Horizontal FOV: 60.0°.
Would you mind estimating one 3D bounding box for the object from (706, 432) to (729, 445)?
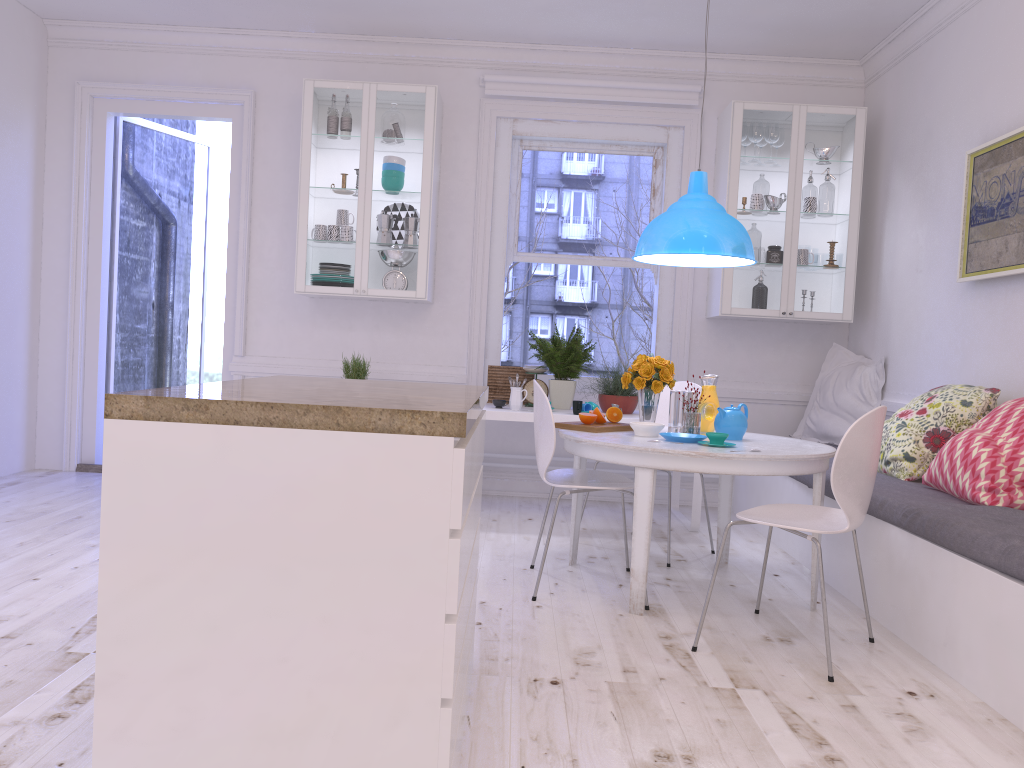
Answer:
[{"bbox_3d":[0.797,0.213,3.445,0.088,0.043,0.088,3,2,8],"label":"object"}]

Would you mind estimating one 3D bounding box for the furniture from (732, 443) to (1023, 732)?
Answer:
[{"bbox_3d":[1.744,0.643,4.035,0.769,0.508,3.296,3,2,0],"label":"furniture"}]

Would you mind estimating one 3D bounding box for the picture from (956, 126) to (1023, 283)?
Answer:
[{"bbox_3d":[2.171,-0.784,3.790,0.020,0.629,0.971,3,2,0],"label":"picture"}]

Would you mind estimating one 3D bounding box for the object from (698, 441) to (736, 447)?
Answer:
[{"bbox_3d":[0.795,0.234,3.446,0.147,0.011,0.147,3,2,3],"label":"object"}]

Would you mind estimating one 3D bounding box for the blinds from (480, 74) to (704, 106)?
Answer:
[{"bbox_3d":[0.513,-1.894,5.725,1.451,0.131,0.136,3,2,0],"label":"blinds"}]

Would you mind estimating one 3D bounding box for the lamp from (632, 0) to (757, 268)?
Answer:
[{"bbox_3d":[0.888,-1.537,4.049,0.568,1.948,0.568,5,3,34],"label":"lamp"}]

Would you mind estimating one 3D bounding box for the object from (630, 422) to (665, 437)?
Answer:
[{"bbox_3d":[0.566,0.191,3.724,0.147,0.052,0.147,5,3,43],"label":"object"}]

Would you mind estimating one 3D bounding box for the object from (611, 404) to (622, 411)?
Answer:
[{"bbox_3d":[0.585,0.146,4.963,0.066,0.067,0.052,3,2,1],"label":"object"}]

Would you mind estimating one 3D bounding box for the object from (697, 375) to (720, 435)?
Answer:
[{"bbox_3d":[0.872,0.091,3.936,0.094,0.267,0.116,4,2,27],"label":"object"}]

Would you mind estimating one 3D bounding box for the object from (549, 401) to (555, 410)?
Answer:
[{"bbox_3d":[0.184,0.127,5.074,0.121,0.055,0.121,5,3,41],"label":"object"}]

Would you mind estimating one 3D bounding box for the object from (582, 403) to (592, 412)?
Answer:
[{"bbox_3d":[0.412,0.134,4.960,0.069,0.058,0.080,2,2,-27],"label":"object"}]

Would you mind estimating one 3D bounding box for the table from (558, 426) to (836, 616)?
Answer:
[{"bbox_3d":[0.748,0.541,3.748,1.140,0.629,1.140,4,3,29],"label":"table"}]

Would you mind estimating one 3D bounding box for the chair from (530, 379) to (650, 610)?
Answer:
[{"bbox_3d":[0.306,0.414,3.651,0.483,0.845,0.604,3,2,0],"label":"chair"}]

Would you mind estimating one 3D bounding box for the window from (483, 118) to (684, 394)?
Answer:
[{"bbox_3d":[0.469,-0.834,5.954,1.234,1.782,0.181,3,2,0],"label":"window"}]

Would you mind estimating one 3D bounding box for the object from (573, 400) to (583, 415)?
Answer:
[{"bbox_3d":[0.358,0.132,4.901,0.055,0.077,0.070,4,2,26],"label":"object"}]

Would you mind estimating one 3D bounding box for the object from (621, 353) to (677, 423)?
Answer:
[{"bbox_3d":[0.617,0.035,3.970,0.234,0.351,0.235,1,3,-35],"label":"object"}]

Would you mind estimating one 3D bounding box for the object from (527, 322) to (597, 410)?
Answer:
[{"bbox_3d":[0.298,-0.114,5.332,0.438,0.527,0.368,3,2,0],"label":"object"}]

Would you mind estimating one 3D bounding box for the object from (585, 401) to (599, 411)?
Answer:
[{"bbox_3d":[0.448,0.129,4.972,0.069,0.059,0.082,2,2,-22],"label":"object"}]

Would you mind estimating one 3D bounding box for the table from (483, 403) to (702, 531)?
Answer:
[{"bbox_3d":[0.377,0.469,5.230,1.514,0.619,0.736,3,2,0],"label":"table"}]

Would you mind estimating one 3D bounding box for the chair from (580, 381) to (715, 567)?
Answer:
[{"bbox_3d":[0.707,0.405,4.440,0.483,0.845,0.604,1,3,-44],"label":"chair"}]

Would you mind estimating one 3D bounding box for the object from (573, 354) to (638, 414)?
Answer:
[{"bbox_3d":[0.649,0.007,5.237,0.668,0.367,0.531,4,2,25],"label":"object"}]

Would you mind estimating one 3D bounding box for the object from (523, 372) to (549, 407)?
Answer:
[{"bbox_3d":[0.146,0.035,5.454,0.159,0.208,0.185,3,2,0],"label":"object"}]

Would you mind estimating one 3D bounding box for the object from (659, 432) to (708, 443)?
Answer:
[{"bbox_3d":[0.690,0.217,3.574,0.196,0.023,0.196,3,2,-12],"label":"object"}]

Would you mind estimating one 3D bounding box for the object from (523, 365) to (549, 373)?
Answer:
[{"bbox_3d":[0.148,-0.092,5.460,0.163,0.047,0.164,1,3,-40],"label":"object"}]

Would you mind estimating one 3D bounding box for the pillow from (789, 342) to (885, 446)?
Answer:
[{"bbox_3d":[2.044,0.063,5.474,0.374,0.642,0.677,2,3,-29],"label":"pillow"}]

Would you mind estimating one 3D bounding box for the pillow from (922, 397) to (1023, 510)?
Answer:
[{"bbox_3d":[1.909,0.248,3.365,0.491,0.424,0.587,3,2,3],"label":"pillow"}]

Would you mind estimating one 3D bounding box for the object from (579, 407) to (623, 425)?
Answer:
[{"bbox_3d":[0.375,0.137,3.951,0.129,0.075,0.285,5,3,36],"label":"object"}]

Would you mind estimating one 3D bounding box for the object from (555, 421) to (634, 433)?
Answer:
[{"bbox_3d":[0.381,0.187,3.928,0.224,0.024,0.347,5,3,40],"label":"object"}]

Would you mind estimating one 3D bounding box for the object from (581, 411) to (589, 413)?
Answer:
[{"bbox_3d":[0.425,0.161,4.964,0.121,0.021,0.121,5,3,41],"label":"object"}]

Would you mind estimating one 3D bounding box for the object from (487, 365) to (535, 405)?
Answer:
[{"bbox_3d":[-0.008,0.008,5.561,0.294,0.237,0.028,3,2,0],"label":"object"}]

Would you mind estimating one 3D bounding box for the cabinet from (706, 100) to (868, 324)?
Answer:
[{"bbox_3d":[1.719,-1.059,5.597,0.823,1.311,0.425,3,2,0],"label":"cabinet"}]

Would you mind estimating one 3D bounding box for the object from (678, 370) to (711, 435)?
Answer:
[{"bbox_3d":[0.773,0.083,3.743,0.128,0.287,0.128,3,2,2],"label":"object"}]

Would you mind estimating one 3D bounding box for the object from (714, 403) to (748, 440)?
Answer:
[{"bbox_3d":[0.936,0.158,3.772,0.156,0.151,0.150,3,2,4],"label":"object"}]

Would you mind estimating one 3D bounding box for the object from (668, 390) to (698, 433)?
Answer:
[{"bbox_3d":[0.764,0.125,3.964,0.101,0.186,0.122,4,3,30],"label":"object"}]

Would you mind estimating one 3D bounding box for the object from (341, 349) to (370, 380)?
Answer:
[{"bbox_3d":[-0.945,-0.036,5.408,0.186,0.367,0.196,1,3,-45],"label":"object"}]

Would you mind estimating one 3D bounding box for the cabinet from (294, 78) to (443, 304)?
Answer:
[{"bbox_3d":[-0.897,-1.197,5.612,0.823,1.311,0.425,3,2,0],"label":"cabinet"}]

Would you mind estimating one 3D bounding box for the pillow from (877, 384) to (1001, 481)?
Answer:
[{"bbox_3d":[1.917,0.217,4.049,0.509,0.447,0.592,3,2,5],"label":"pillow"}]

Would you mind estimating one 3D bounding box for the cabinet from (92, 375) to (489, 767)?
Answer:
[{"bbox_3d":[-0.425,0.432,2.194,0.654,0.842,1.167,3,2,0],"label":"cabinet"}]

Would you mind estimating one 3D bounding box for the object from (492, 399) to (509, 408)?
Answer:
[{"bbox_3d":[-0.073,0.116,5.107,0.079,0.048,0.082,1,3,-40],"label":"object"}]

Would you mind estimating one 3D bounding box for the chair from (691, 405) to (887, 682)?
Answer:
[{"bbox_3d":[0.981,0.475,3.013,0.483,0.845,0.604,5,3,35],"label":"chair"}]

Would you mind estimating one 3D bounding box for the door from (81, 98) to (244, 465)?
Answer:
[{"bbox_3d":[-2.320,-0.651,6.414,1.009,2.474,1.021,3,2,0],"label":"door"}]
